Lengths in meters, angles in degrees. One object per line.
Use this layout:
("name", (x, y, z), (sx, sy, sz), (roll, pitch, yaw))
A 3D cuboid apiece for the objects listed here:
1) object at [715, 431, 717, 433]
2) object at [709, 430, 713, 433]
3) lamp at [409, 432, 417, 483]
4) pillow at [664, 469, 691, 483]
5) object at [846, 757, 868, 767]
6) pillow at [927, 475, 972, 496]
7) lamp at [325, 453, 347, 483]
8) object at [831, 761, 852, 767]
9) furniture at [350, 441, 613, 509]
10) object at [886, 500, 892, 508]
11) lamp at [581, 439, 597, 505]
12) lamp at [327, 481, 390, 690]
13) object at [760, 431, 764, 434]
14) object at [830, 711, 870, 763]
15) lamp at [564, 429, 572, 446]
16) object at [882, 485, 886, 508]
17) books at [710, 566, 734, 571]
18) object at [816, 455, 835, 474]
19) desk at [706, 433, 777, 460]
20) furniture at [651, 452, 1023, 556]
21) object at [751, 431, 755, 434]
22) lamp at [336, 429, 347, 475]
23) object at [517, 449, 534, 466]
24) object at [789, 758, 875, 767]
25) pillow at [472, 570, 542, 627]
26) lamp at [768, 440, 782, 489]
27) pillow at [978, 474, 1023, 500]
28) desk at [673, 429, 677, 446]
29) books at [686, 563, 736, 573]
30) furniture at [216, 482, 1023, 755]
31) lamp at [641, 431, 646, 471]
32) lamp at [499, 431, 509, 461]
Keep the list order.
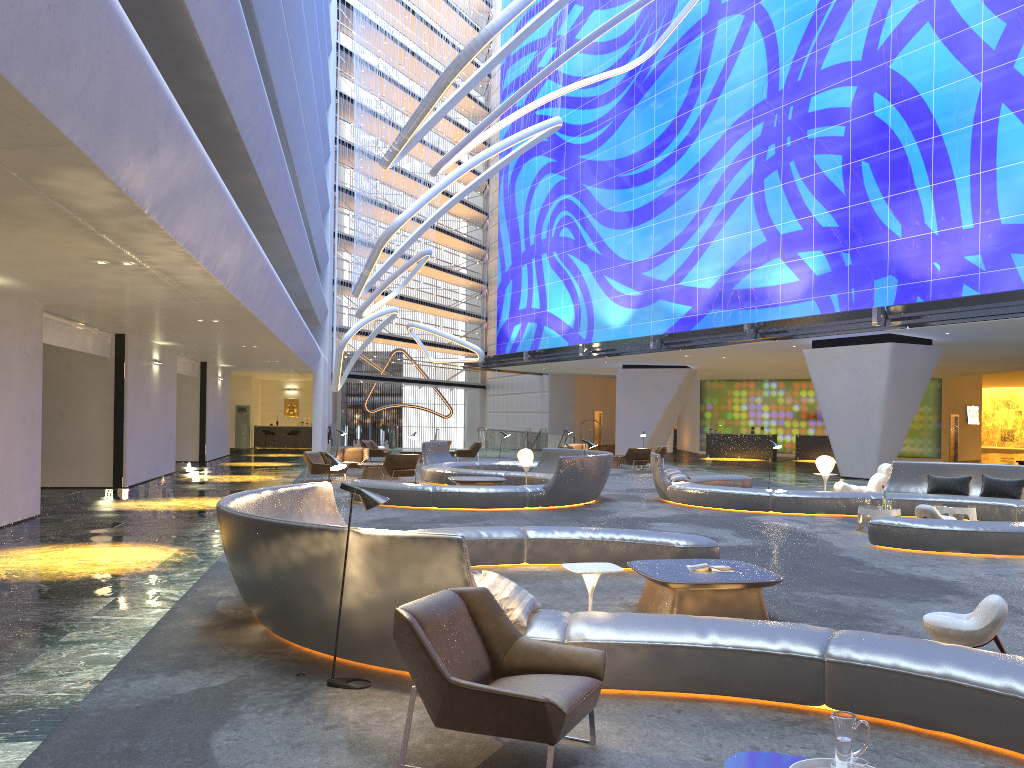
("object", (9.228, 2.171, 40.089), (0.107, 0.108, 0.111), (0, -1, 25))
("object", (9.005, 2.152, 40.193), (0.149, 0.149, 0.149), (0, -1, 25))
("lamp", (-2.473, 1.849, 22.254), (0.202, 1.300, 0.384), (1, 0, 7))
("pillow", (3.376, 1.889, 18.413), (0.692, 0.262, 0.877), (1, -2, -1))
("object", (1.221, 1.395, 3.138), (0.071, 0.118, 0.071), (1, -1, -42))
("pillow", (7.908, 1.842, 16.066), (0.769, 0.369, 0.295), (0, -1, 34))
("lamp", (-1.946, 1.397, 9.573), (0.384, 1.300, 0.202), (1, 0, 40))
("object", (1.151, 1.392, 3.100), (0.071, 0.118, 0.071), (1, -1, -27))
("furniture", (-0.207, 1.969, 20.895), (5.185, 0.969, 9.933), (1, -2, 7))
("object", (5.798, 1.846, 13.646), (0.071, 0.118, 0.151), (1, -1, 0))
("lamp", (1.494, 1.735, 17.505), (0.384, 1.300, 0.202), (1, 0, 7))
("lamp", (-0.973, 1.269, 5.633), (0.384, 1.300, 0.202), (1, 0, -10))
("object", (11.063, 2.147, 39.186), (0.150, 0.145, 0.150), (0, -1, 24))
("object", (1.221, 1.331, 3.235), (0.131, 0.252, 0.103), (1, 0, -27))
("lamp", (1.968, 2.257, 31.737), (0.384, 1.300, 0.202), (1, 0, 7))
("object", (5.694, 1.721, 13.536), (0.066, 0.356, 0.076), (1, 0, -43))
("books", (1.862, 1.633, 7.854), (0.133, 0.012, 0.189), (2, -2, -20))
("object", (6.566, 1.693, 18.578), (0.367, 0.387, 0.318), (1, -1, -28))
("desk", (10.293, 2.779, 39.811), (2.977, 1.097, 0.814), (0, -1, 29))
("furniture", (6.276, 1.896, 16.253), (5.186, 0.969, 9.930), (1, -2, -18))
("object", (10.685, 2.147, 39.339), (0.150, 0.145, 0.150), (0, -1, 24))
("lamp", (-4.822, 1.908, 24.854), (0.384, 1.300, 0.202), (1, 0, 7))
("object", (0.304, 1.653, 19.999), (0.367, 0.387, 0.318), (1, -1, -3))
("object", (1.192, 1.439, 3.190), (0.381, 0.038, 0.381), (2, -2, -18))
("pillow", (-0.143, 1.384, 5.881), (0.877, 0.262, 0.693), (-1, -3, 42))
("lamp", (5.558, 1.843, 18.845), (0.202, 1.300, 0.384), (1, 0, -34))
("pillow", (8.586, 1.810, 15.544), (0.281, 0.417, 0.759), (1, -2, -42))
("desk", (9.789, 3.351, 55.820), (2.977, 1.097, 0.814), (0, -1, 29))
("books", (1.763, 1.626, 7.877), (0.395, 0.039, 0.301), (1, -2, 4))
("furniture", (0.581, 1.432, 5.772), (5.186, 0.969, 9.931), (1, -2, -13))
("lamp", (4.317, 2.198, 29.137), (0.202, 1.300, 0.384), (1, 0, 7))
("lamp", (-0.247, 2.001, 25.570), (0.384, 1.300, 0.202), (1, 0, 7))
